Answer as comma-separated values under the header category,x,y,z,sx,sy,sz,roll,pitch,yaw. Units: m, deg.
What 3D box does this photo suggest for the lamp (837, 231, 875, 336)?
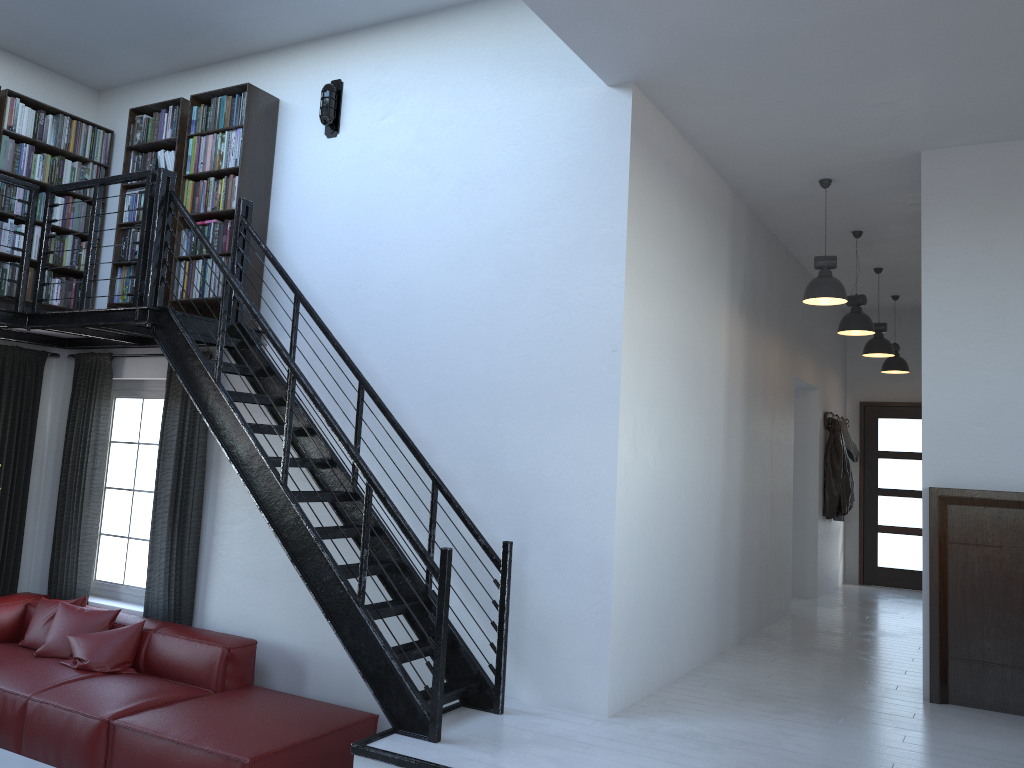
category,x,y,z,sx,sy,sz,roll,pitch,yaw
lamp,2.883,-0.851,7.414,0.296,0.864,0.295,-1,-8,32

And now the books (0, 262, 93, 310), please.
category,x,y,z,sx,sy,sz,roll,pitch,yaw
books,-4.329,-1.464,4.980,0.242,1.402,4.423,-1,-6,30

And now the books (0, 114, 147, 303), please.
category,x,y,z,sx,sy,sz,roll,pitch,yaw
books,-3.914,-1.478,4.732,1.285,1.435,4.417,-1,-6,31

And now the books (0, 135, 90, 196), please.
category,x,y,z,sx,sy,sz,roll,pitch,yaw
books,-4.170,-1.287,5.293,0.240,1.127,3.377,-1,-6,29

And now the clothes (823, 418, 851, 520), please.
category,x,y,z,sx,sy,sz,roll,pitch,yaw
clothes,3.522,0.922,9.617,0.301,1.103,0.336,0,-8,23

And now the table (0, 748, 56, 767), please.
category,x,y,z,sx,sy,sz,roll,pitch,yaw
table,-2.869,1.806,3.556,1.165,0.245,1.658,0,-6,29

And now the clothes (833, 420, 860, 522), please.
category,x,y,z,sx,sy,sz,roll,pitch,yaw
clothes,3.688,0.969,9.898,0.343,1.134,0.382,0,-8,25

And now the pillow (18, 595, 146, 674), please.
category,x,y,z,sx,sy,sz,roll,pitch,yaw
pillow,-3.309,1.518,5.484,1.955,0.403,0.980,5,-5,-18

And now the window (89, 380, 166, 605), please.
category,x,y,z,sx,sy,sz,roll,pitch,yaw
window,-2.635,0.770,6.413,1.167,1.612,0.132,0,-8,29

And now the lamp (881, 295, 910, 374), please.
category,x,y,z,sx,sy,sz,roll,pitch,yaw
lamp,4.283,-0.559,9.903,0.296,0.864,0.295,1,-7,14

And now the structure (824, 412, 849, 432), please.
category,x,y,z,sx,sy,sz,roll,pitch,yaw
structure,3.736,0.478,10.155,0.085,0.253,1.364,-1,-6,29

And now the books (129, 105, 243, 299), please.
category,x,y,z,sx,sy,sz,roll,pitch,yaw
books,-3.238,-1.460,4.404,1.170,1.410,4.365,0,-6,29

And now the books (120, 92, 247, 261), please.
category,x,y,z,sx,sy,sz,roll,pitch,yaw
books,-2.776,-1.458,4.126,2.205,1.414,4.358,0,-6,29

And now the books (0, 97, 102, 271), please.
category,x,y,z,sx,sy,sz,roll,pitch,yaw
books,-4.332,-1.475,4.984,0.227,1.418,4.417,-1,-6,29

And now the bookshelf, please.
category,x,y,z,sx,sy,sz,roll,pitch,yaw
bookshelf,-3.139,-1.393,4.311,3.088,1.623,4.457,0,-6,29

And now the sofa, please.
category,x,y,z,sx,sy,sz,roll,pitch,yaw
sofa,-2.719,1.716,4.639,3.280,0.659,2.531,0,-6,29

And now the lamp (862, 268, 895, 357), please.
category,x,y,z,sx,sy,sz,roll,pitch,yaw
lamp,3.583,-0.705,8.659,0.296,0.864,0.295,-4,-10,45

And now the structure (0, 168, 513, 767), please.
category,x,y,z,sx,sy,sz,roll,pitch,yaw
structure,-2.567,0.268,3.727,4.615,3.369,4.470,0,-7,29

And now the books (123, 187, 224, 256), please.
category,x,y,z,sx,sy,sz,roll,pitch,yaw
books,-3.052,-1.329,4.248,1.598,1.144,4.317,0,-6,29

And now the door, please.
category,x,y,z,sx,sy,sz,roll,pitch,yaw
door,4.659,1.319,10.506,1.010,2.216,0.110,-1,-8,29

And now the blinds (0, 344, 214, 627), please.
category,x,y,z,sx,sy,sz,roll,pitch,yaw
blinds,-2.888,0.941,6.240,1.750,2.390,0.525,2,-7,11

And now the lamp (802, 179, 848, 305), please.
category,x,y,z,sx,sy,sz,roll,pitch,yaw
lamp,2.184,-0.997,6.171,0.296,0.864,0.295,4,-7,-5
